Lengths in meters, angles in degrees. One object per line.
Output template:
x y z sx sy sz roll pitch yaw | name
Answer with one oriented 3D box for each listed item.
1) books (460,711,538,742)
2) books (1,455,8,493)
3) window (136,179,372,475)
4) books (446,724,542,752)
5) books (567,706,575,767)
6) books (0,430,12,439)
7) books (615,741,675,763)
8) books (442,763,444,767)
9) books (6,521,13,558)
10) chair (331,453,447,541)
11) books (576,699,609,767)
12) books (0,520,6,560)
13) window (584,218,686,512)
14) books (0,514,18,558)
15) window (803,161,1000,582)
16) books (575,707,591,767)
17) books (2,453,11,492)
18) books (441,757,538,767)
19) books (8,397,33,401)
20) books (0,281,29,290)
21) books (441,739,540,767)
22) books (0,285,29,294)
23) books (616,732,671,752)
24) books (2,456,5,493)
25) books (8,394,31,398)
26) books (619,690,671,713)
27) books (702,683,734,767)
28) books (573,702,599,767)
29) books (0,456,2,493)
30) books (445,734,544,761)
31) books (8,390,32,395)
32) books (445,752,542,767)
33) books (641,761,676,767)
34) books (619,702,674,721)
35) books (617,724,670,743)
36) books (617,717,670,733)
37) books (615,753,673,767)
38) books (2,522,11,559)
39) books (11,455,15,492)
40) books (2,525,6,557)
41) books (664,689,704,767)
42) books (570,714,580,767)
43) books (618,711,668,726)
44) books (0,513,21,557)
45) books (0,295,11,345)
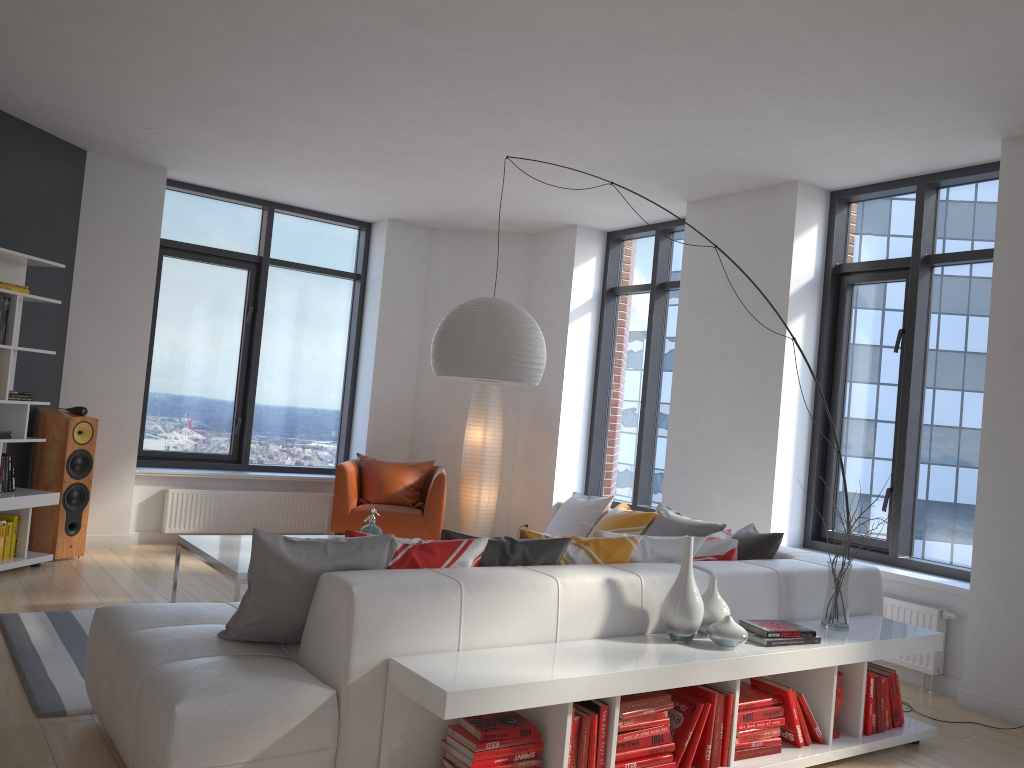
-0.044 1.110 2.878 0.206 0.029 0.152 6 -2 -29 | books
-3.374 0.581 5.794 0.169 0.242 0.050 5 -2 10 | books
-2.287 -0.429 7.904 1.960 2.402 0.170 7 -3 -35 | window
-0.058 1.136 2.880 0.254 0.025 0.178 7 -3 -35 | books
0.125 1.193 2.948 0.036 0.294 0.208 7 -3 -35 | books
-3.413 0.317 5.673 0.250 0.047 0.310 5 -2 6 | books
0.391 1.272 3.150 0.301 0.032 0.227 7 -3 -35 | books
-0.067 1.269 2.875 0.259 0.034 0.206 6 -2 -32 | books
-3.349 1.007 5.781 0.172 0.234 0.024 5 -2 10 | books
-1.005 1.046 7.416 0.896 0.858 0.843 5 -2 -2 | chair
0.241 1.206 3.027 0.049 0.291 0.214 7 -3 -35 | books
-3.361 0.995 5.703 0.185 0.250 0.035 5 -2 10 | books
1.176 -0.134 7.353 0.170 2.402 1.310 7 -3 -35 | window
-3.348 0.991 5.811 0.204 0.270 0.029 5 -2 10 | books
2.482 -0.084 5.459 0.170 2.402 1.310 7 -3 -35 | window
0.177 1.215 2.989 0.034 0.259 0.207 7 -3 -35 | books
-3.379 0.576 5.825 0.193 0.255 0.066 5 -2 10 | books
-0.068 1.239 2.864 0.266 0.026 0.187 6 -2 -29 | books
-3.312 0.092 5.862 0.161 0.023 0.213 5 -2 14 | books
-3.309 -0.642 5.737 0.203 0.024 0.257 5 -2 13 | books
-0.071 1.188 2.888 0.261 0.028 0.191 7 -3 -35 | books
-3.303 -0.616 5.738 0.194 0.028 0.257 5 -2 15 | books
0.388 1.237 3.149 0.279 0.039 0.206 7 -3 -34 | books
-3.386 0.583 5.773 0.170 0.236 0.049 5 -2 11 | books
-3.313 0.073 5.862 0.142 0.015 0.198 5 -2 9 | books
0.398 1.100 3.139 0.259 0.034 0.206 7 -3 -37 | books
0.752 1.276 3.345 0.028 0.269 0.181 7 -3 -35 | books
0.214 1.219 3.003 0.042 0.259 0.195 7 -3 -35 | books
-3.396 0.580 5.751 0.189 0.240 0.053 5 -2 11 | books
-0.057 1.162 2.877 0.269 0.028 0.179 7 -2 -33 | books
-3.326 0.053 5.868 0.161 0.023 0.213 5 -2 14 | books
-0.061 1.214 2.876 0.257 0.025 0.182 7 -3 -35 | books
0.406 1.328 3.114 0.282 0.030 0.188 7 -2 -33 | books
0.415 1.131 3.141 0.266 0.026 0.187 7 -3 -40 | books
0.398 1.204 3.135 0.261 0.027 0.191 7 -3 -39 | books
0.411 1.180 3.137 0.236 0.023 0.178 7 -3 -35 | books
0.405 1.301 3.117 0.266 0.026 0.187 7 -3 -35 | books
-3.350 1.006 5.755 0.172 0.234 0.024 5 -2 10 | books
-3.367 0.584 5.852 0.177 0.242 0.066 5 -2 10 | books
-3.358 1.002 5.732 0.169 0.239 0.023 5 -2 10 | books
0.579 1.267 3.244 0.144 0.247 0.188 7 -3 -34 | books
0.150 1.213 2.969 0.031 0.255 0.181 7 -3 -35 | books
0.393 1.155 3.135 0.257 0.025 0.182 7 -3 -35 | books
-3.352 0.991 5.839 0.213 0.270 0.025 5 -2 10 | books
-3.365 -0.414 5.654 0.259 0.321 0.128 5 -2 10 | books
